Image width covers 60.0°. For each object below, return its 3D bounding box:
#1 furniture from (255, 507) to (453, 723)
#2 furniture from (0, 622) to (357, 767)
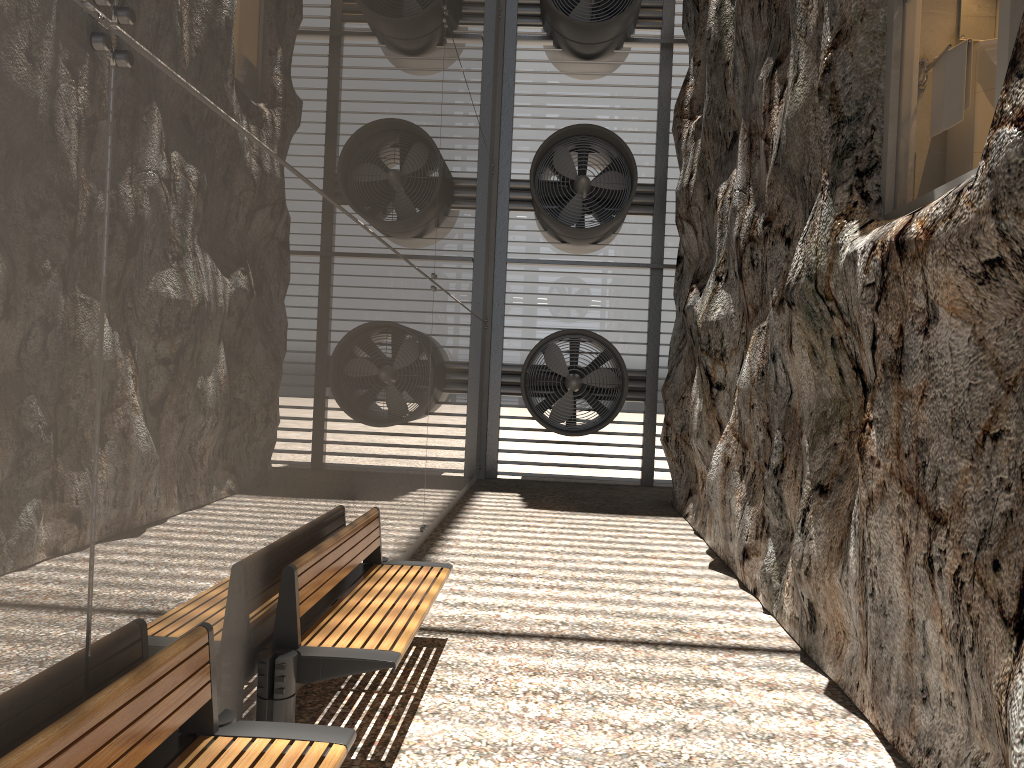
[{"bbox_3d":[-0.727,1.184,4.692,0.595,0.796,2.153,3,0,3],"label":"furniture"},{"bbox_3d":[-0.872,1.190,2.000,0.595,0.796,2.153,3,0,3],"label":"furniture"}]
